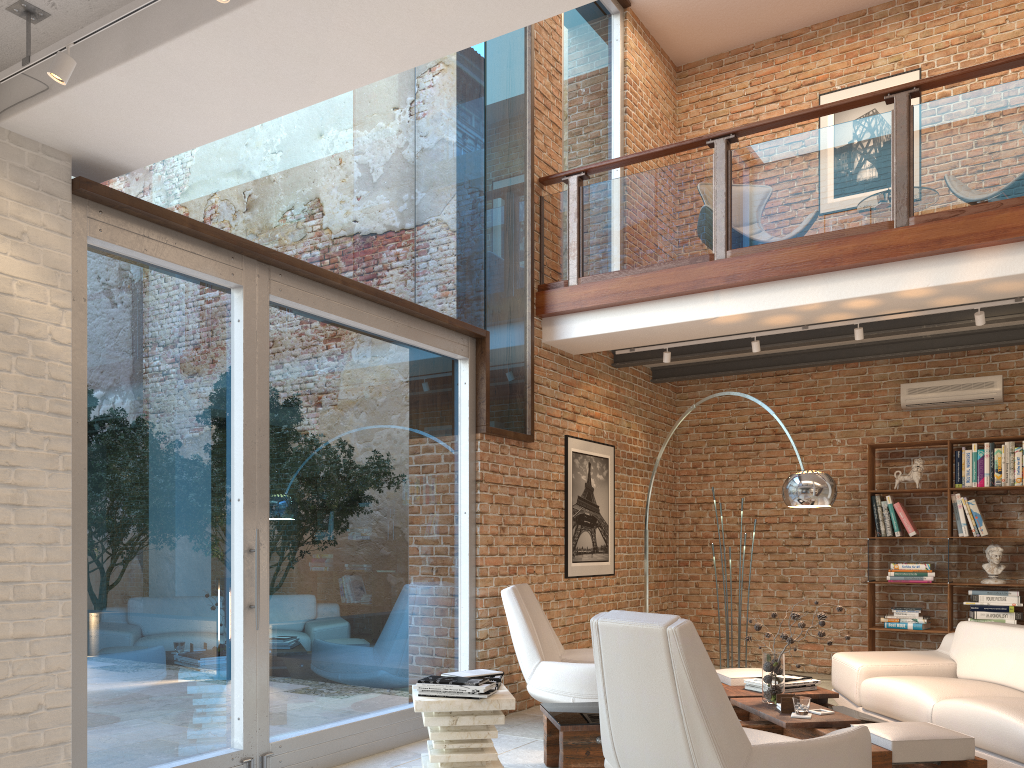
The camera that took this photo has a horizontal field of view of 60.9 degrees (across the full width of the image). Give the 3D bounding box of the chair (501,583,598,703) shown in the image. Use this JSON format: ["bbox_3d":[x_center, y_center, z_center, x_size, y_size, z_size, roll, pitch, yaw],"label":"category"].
[{"bbox_3d":[0.437,1.858,5.916,0.984,0.986,1.040,-2,-6,16],"label":"chair"}]

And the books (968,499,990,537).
[{"bbox_3d":[4.080,1.172,7.618,0.158,0.325,0.257,-1,-4,32],"label":"books"}]

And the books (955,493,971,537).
[{"bbox_3d":[3.973,1.159,7.680,0.103,0.379,0.246,0,-3,32],"label":"books"}]

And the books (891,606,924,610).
[{"bbox_3d":[3.595,2.040,7.927,0.253,0.017,0.164,-7,-12,32],"label":"books"}]

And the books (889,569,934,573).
[{"bbox_3d":[3.627,1.694,7.909,0.357,0.020,0.275,-6,-12,30],"label":"books"}]

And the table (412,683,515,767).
[{"bbox_3d":[-0.263,1.843,4.519,0.495,0.498,0.501,1,-5,-8],"label":"table"}]

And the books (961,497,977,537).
[{"bbox_3d":[4.023,1.171,7.660,0.125,0.345,0.274,-1,-4,32],"label":"books"}]

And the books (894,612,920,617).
[{"bbox_3d":[3.599,2.094,7.940,0.207,0.033,0.134,-6,-12,32],"label":"books"}]

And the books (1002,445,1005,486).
[{"bbox_3d":[4.245,0.715,7.521,0.021,0.355,0.274,0,-3,32],"label":"books"}]

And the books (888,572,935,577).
[{"bbox_3d":[3.618,1.719,7.891,0.381,0.036,0.247,-5,-11,25],"label":"books"}]

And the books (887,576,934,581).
[{"bbox_3d":[3.612,1.758,7.902,0.381,0.036,0.247,-5,-12,27],"label":"books"}]

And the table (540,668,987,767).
[{"bbox_3d":[1.176,1.941,4.859,1.970,0.423,2.243,1,-10,-7],"label":"table"}]

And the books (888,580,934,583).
[{"bbox_3d":[3.624,1.786,7.903,0.357,0.020,0.275,-7,-12,31],"label":"books"}]

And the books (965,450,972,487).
[{"bbox_3d":[4.017,0.754,7.654,0.055,0.326,0.257,0,-4,32],"label":"books"}]

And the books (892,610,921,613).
[{"bbox_3d":[3.598,2.070,7.949,0.237,0.018,0.173,-5,-12,25],"label":"books"}]

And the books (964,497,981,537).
[{"bbox_3d":[4.047,1.171,7.656,0.125,0.345,0.274,-1,-4,32],"label":"books"}]

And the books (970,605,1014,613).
[{"bbox_3d":[4.152,1.938,7.549,0.327,0.055,0.258,-5,-11,26],"label":"books"}]

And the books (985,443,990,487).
[{"bbox_3d":[4.136,0.712,7.578,0.036,0.379,0.246,0,-3,32],"label":"books"}]

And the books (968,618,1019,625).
[{"bbox_3d":[4.180,2.060,7.563,0.364,0.055,0.286,-7,-12,34],"label":"books"}]

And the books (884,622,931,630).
[{"bbox_3d":[3.593,2.189,7.918,0.329,0.055,0.257,-9,-14,41],"label":"books"}]

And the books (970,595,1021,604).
[{"bbox_3d":[4.189,1.859,7.561,0.381,0.063,0.247,-5,-11,26],"label":"books"}]

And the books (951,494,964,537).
[{"bbox_3d":[3.953,1.165,7.719,0.101,0.379,0.246,0,-3,32],"label":"books"}]

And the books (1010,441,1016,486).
[{"bbox_3d":[4.301,0.696,7.487,0.036,0.379,0.246,0,-3,32],"label":"books"}]

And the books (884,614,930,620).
[{"bbox_3d":[3.588,2.116,7.919,0.381,0.018,0.248,-5,-12,24],"label":"books"}]

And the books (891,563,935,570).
[{"bbox_3d":[3.633,1.655,7.903,0.328,0.055,0.258,-7,-12,34],"label":"books"}]

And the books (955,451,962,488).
[{"bbox_3d":[3.961,0.765,7.711,0.055,0.326,0.257,0,-4,32],"label":"books"}]

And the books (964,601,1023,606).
[{"bbox_3d":[4.172,1.900,7.550,0.446,0.020,0.275,-7,-12,32],"label":"books"}]

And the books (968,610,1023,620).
[{"bbox_3d":[4.181,1.997,7.544,0.380,0.063,0.248,-3,-10,18],"label":"books"}]

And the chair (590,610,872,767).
[{"bbox_3d":[0.796,1.426,3.605,0.978,1.003,1.035,5,-7,-41],"label":"chair"}]

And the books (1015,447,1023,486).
[{"bbox_3d":[4.338,0.717,7.457,0.055,0.326,0.257,0,-4,32],"label":"books"}]

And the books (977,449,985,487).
[{"bbox_3d":[4.107,0.748,7.620,0.055,0.326,0.257,0,-4,32],"label":"books"}]

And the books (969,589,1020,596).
[{"bbox_3d":[4.183,1.808,7.560,0.381,0.036,0.247,-7,-12,32],"label":"books"}]

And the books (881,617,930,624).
[{"bbox_3d":[3.580,2.147,7.936,0.381,0.036,0.247,-7,-12,32],"label":"books"}]
